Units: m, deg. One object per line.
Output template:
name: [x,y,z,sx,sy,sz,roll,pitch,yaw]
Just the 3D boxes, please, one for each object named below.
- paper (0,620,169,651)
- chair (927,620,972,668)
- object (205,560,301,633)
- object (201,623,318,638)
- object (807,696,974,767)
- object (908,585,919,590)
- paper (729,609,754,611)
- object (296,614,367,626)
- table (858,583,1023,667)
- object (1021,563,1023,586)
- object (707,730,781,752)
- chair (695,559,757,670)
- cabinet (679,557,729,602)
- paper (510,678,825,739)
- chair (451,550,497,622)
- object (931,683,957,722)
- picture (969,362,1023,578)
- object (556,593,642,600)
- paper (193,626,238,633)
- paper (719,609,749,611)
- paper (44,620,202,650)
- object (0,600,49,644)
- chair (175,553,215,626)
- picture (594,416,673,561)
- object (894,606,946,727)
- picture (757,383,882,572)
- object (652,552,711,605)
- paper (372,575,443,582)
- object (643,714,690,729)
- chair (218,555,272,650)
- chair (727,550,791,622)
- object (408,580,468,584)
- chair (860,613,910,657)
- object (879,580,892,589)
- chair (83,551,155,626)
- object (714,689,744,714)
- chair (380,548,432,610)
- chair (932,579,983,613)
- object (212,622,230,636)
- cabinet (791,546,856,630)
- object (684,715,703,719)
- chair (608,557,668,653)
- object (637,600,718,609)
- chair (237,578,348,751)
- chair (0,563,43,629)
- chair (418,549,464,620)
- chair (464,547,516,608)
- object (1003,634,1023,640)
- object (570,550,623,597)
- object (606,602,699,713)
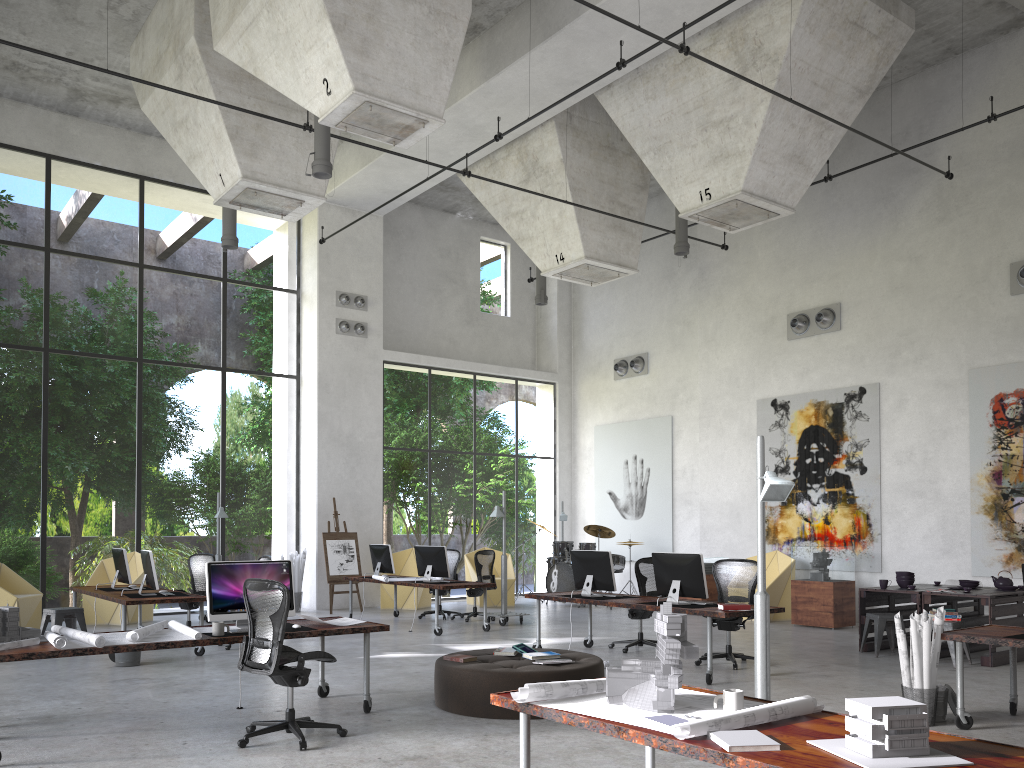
paper: [-3.115,1.845,6.436,0.891,0.102,1.954,0,-9,2]
chair: [4.862,2.905,9.872,0.439,0.486,0.422,4,-7,-42]
object: [-2.092,1.715,7.137,0.717,0.550,0.379,5,-6,-35]
object: [-2.092,1.997,7.126,0.852,0.008,0.693,7,-11,-35]
object: [1.356,1.247,3.187,0.389,0.181,0.421,2,-8,-12]
object: [4.849,2.463,10.635,0.117,0.056,0.138,-6,-10,38]
paper: [2.259,2.269,8.850,0.290,0.001,0.212,3,-10,-20]
object: [-1.548,2.008,7.514,0.471,0.085,0.439,6,-11,-33]
table: [5.397,2.906,10.762,1.511,0.790,1.613,6,-10,-37]
object: [4.167,1.588,6.422,0.378,0.549,0.720,3,-7,-35]
object: [0.877,1.354,3.333,0.200,0.023,0.238,1,-9,-6]
chair: [2.481,2.573,9.915,0.771,1.178,0.798,-2,-4,22]
cabinet: [3.382,3.633,15.851,0.745,1.007,0.739,3,-5,-37]
paper: [0.694,1.436,4.006,0.981,0.104,1.083,8,-12,-41]
chair: [-0.634,3.383,14.806,0.793,1.178,0.776,-1,-4,17]
object: [3.402,2.542,7.055,0.397,0.297,0.298,-1,-5,6]
picture: [7.364,1.149,11.940,0.020,3.002,2.231,1,-4,-37]
object: [1.030,2.556,10.549,0.690,0.008,0.855,7,-11,-35]
paper: [-2.343,1.995,7.149,0.486,0.001,0.433,5,-10,-26]
paper: [2.251,2.269,8.846,0.291,0.001,0.212,-4,-10,25]
paper: [-2.909,1.860,6.555,1.080,0.104,0.983,7,-12,-37]
object: [-3.717,1.721,6.334,0.436,0.303,0.741,-6,-10,42]
chair: [-4.601,3.025,12.597,0.771,1.178,0.798,-1,-4,17]
picture: [2.580,2.313,18.961,0.020,3.002,2.351,1,-4,-37]
object: [3.205,2.204,6.884,0.320,0.932,0.343,1,-3,-19]
picture: [5.134,1.636,14.875,0.020,3.002,2.369,1,-4,-37]
object: [1.854,2.093,9.466,0.378,0.549,0.720,3,-7,-35]
paper: [-1.687,3.108,14.158,1.078,0.104,0.985,5,-10,-27]
object: [0.665,1.418,3.691,0.134,0.008,0.205,4,-10,-25]
chair: [-3.430,2.843,11.499,0.773,1.178,0.796,-4,-5,42]
chair: [4.207,3.388,14.773,0.937,1.162,0.985,4,-6,-39]
object: [-1.165,3.036,13.440,0.853,0.008,0.692,-9,-13,44]
chair: [4.511,3.031,10.632,0.420,0.486,0.441,0,-5,-2]
object: [4.591,2.466,10.814,0.130,0.109,0.101,-6,-8,44]
chair: [-6.460,3.352,14.461,0.979,1.162,0.943,-1,-5,8]
object: [0.959,1.402,3.872,0.123,0.099,0.088,1,-5,-9]
chair: [-2.061,3.774,17.065,0.979,1.162,0.942,-1,-5,12]
chair: [6.087,3.092,11.965,0.696,0.814,0.777,-4,-6,38]
object: [-2.242,1.883,6.762,0.123,0.099,0.088,1,-5,-8]
cabinet: [4.846,3.157,13.692,0.596,1.248,0.747,2,-4,-37]
object: [0.792,1.428,3.756,0.126,0.010,0.011,-8,-9,38]
chair: [1.609,2.772,11.113,0.795,1.178,0.774,-3,-5,37]
object: [1.858,2.375,9.459,0.690,0.008,0.855,7,-11,-35]
chair: [-1.658,2.011,6.467,0.772,1.178,0.798,-2,-4,27]
chair: [-7.634,3.127,13.085,0.934,1.162,0.989,0,-5,-2]
chair: [-1.211,3.446,15.182,0.770,1.178,0.799,0,-4,2]
chair: [-0.425,3.863,17.620,0.980,1.162,0.942,1,-5,-17]
object: [4.170,1.870,6.415,0.690,0.008,0.855,7,-11,-35]
object: [1.026,2.274,10.556,0.378,0.549,0.720,3,-7,-35]
object: [0.630,1.254,4.032,0.361,0.518,0.498,0,-5,-2]
